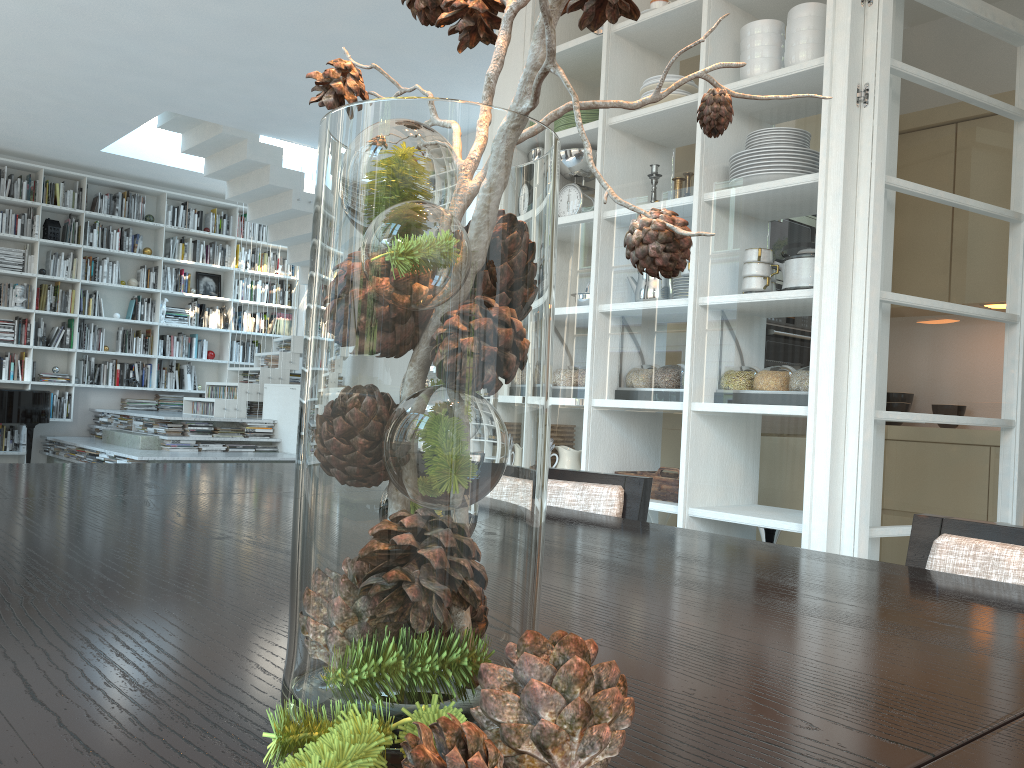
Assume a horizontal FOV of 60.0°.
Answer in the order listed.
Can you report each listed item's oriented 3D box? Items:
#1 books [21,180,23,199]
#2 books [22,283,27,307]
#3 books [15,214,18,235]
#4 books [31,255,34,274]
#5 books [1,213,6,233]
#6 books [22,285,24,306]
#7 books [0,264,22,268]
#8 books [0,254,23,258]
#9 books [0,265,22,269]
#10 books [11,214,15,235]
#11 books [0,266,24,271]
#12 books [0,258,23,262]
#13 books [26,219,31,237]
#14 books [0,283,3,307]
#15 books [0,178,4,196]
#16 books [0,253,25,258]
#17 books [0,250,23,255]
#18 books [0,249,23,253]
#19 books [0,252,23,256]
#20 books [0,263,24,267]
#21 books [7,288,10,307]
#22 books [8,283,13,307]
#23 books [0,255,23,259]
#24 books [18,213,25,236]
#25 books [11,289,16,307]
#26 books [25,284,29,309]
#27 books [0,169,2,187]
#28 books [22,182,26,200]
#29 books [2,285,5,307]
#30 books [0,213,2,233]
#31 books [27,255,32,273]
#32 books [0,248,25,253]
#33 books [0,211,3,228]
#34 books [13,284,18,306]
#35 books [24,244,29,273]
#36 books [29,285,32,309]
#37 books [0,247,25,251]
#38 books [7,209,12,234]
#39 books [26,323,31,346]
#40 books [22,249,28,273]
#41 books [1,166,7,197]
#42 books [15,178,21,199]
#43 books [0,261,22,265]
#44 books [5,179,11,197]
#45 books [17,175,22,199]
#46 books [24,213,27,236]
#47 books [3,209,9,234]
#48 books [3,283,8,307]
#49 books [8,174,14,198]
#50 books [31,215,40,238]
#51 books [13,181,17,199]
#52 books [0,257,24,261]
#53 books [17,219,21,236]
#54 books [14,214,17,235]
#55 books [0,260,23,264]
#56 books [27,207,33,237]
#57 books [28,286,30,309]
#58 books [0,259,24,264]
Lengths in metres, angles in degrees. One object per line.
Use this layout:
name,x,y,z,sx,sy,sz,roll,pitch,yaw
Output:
books,-5.081,-1.979,9.155,0.012,0.217,0.179,4,-1,-41
books,-5.078,-0.904,9.216,0.025,0.279,0.108,4,-1,-41
books,-5.118,-1.621,9.133,0.012,0.230,0.158,4,-1,-41
books,-5.022,-1.233,9.249,0.030,0.205,0.158,4,-1,-41
books,-5.209,-1.622,9.059,0.028,0.219,0.183,4,-1,-41
books,-5.091,-0.896,9.191,0.025,0.259,0.130,4,-1,-41
books,-5.187,-1.210,9.103,0.254,0.012,0.161,4,-2,-42
books,-5.181,-1.307,9.103,0.254,0.012,0.161,4,-2,-39
books,-5.189,-1.198,9.105,0.254,0.012,0.161,4,-2,-41
books,-5.144,-1.619,9.103,0.023,0.223,0.190,4,-1,-41
books,-5.189,-1.186,9.103,0.285,0.012,0.159,4,-2,-40
books,-5.184,-1.270,9.104,0.254,0.012,0.161,4,-2,-40
books,-5.035,-1.600,9.202,0.029,0.202,0.191,4,-1,-41
books,-5.222,-0.900,9.045,0.012,0.245,0.186,4,-1,-41
books,-5.225,-1.986,9.053,0.031,0.208,0.146,4,-1,-41
books,-5.182,-1.319,9.105,0.285,0.012,0.159,4,-2,-42
books,-5.179,-1.345,9.104,0.254,0.012,0.161,4,-2,-39
books,-5.182,-1.357,9.107,0.254,0.012,0.161,4,-2,-41
books,-5.176,-1.331,9.099,0.254,0.012,0.161,4,-2,-36
books,-5.184,-1.222,9.100,0.285,0.012,0.159,5,-2,-44
books,-5.195,-0.877,9.114,0.022,0.206,0.114,4,-1,-41
books,-5.172,-0.902,9.125,0.024,0.259,0.126,4,-1,-41
books,-5.180,-1.295,9.101,0.254,0.012,0.161,5,-2,-44
books,-5.077,-1.627,9.163,0.032,0.248,0.173,4,-1,-41
books,-5.150,-0.872,9.142,0.035,0.201,0.149,4,-1,-41
books,-5.053,-0.897,9.216,0.014,0.266,0.153,4,-1,-41
books,-5.231,-2.030,9.031,0.011,0.296,0.157,4,-1,-41
books,-5.057,-1.971,9.153,0.023,0.202,0.193,4,-1,-41
books,-5.232,-0.892,9.085,0.025,0.230,0.143,4,-1,-41
books,-5.237,-1.623,9.031,0.027,0.216,0.190,4,-1,-41
books,-5.041,-1.231,9.226,0.030,0.198,0.172,4,-1,-41
books,-5.173,-1.369,9.099,0.159,0.012,0.285,1,-2,44
books,-5.230,-1.636,9.053,0.012,0.244,0.131,4,-1,-41
books,-5.136,-0.901,9.164,0.014,0.263,0.135,4,-1,-41
books,-5.055,-1.292,9.215,0.012,0.319,0.139,4,-1,-41
books,-5.042,-0.894,9.252,0.023,0.264,0.107,4,-1,-41
books,-5.177,-1.381,9.104,0.285,0.012,0.159,4,-2,-39
books,-5.166,-1.644,9.095,0.023,0.269,0.184,4,-1,-41
books,-5.045,-0.510,9.218,0.034,0.229,0.199,4,-1,-41
books,-5.056,-1.260,9.195,0.012,0.254,0.161,4,-1,-41
books,-5.192,-2.045,9.051,0.010,0.331,0.186,4,-1,-41
books,-5.104,-1.991,9.140,0.023,0.236,0.154,4,-1,-41
books,-5.185,-1.234,9.102,0.254,0.012,0.161,4,-2,-39
books,-5.176,-1.984,9.073,0.050,0.211,0.172,4,-1,-41
books,-5.081,-2.006,9.140,0.010,0.270,0.180,4,-1,-41
books,-5.064,-1.632,9.194,0.029,0.261,0.133,4,-1,-41
books,-5.199,-1.648,9.093,0.029,0.273,0.140,4,-1,-41
books,-5.200,-0.904,9.087,0.025,0.258,0.150,4,-1,-41
books,-5.157,-2.011,9.112,0.028,0.270,0.140,4,-1,-41
books,-4.956,-1.614,9.197,0.037,0.237,0.272,4,-2,-41
books,-5.123,-1.975,9.117,0.033,0.203,0.166,4,-1,-41
books,-5.181,-1.282,9.101,0.285,0.012,0.159,4,-2,-38
books,-5.101,-1.599,9.143,0.029,0.188,0.176,4,-1,-41
books,-5.131,-1.622,9.130,0.010,0.230,0.152,4,-1,-41
books,-5.184,-1.247,9.102,0.254,0.012,0.161,5,-2,-43
books,-5.021,-1.665,9.224,0.012,0.334,0.155,4,-1,-41
books,-5.051,-0.893,9.234,0.014,0.261,0.137,4,-1,-41
books,-5.185,-1.258,9.104,0.285,0.012,0.159,4,-2,-40
